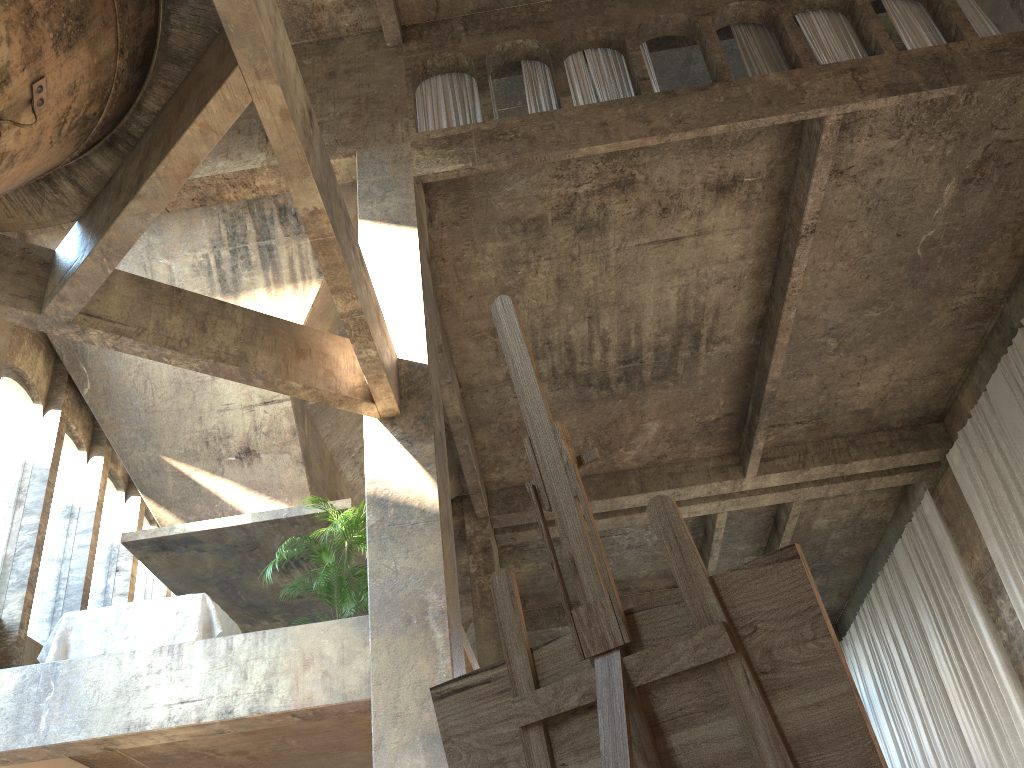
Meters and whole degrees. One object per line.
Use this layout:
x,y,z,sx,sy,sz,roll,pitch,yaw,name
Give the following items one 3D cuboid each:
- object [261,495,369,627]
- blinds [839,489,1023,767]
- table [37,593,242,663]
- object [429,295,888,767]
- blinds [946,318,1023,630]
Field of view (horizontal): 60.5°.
-1.583,1.818,8.439,1.406,1.699,1.437,-12,-35,6,object
8.512,7.625,17.135,0.275,8.120,8.316,-8,-35,0,blinds
-3.446,2.568,8.329,1.750,0.755,1.184,-9,-35,2,table
0.225,0.793,1.193,0.721,2.015,0.709,-28,-39,28,object
7.559,2.238,9.709,0.275,8.120,8.310,-9,-35,2,blinds
